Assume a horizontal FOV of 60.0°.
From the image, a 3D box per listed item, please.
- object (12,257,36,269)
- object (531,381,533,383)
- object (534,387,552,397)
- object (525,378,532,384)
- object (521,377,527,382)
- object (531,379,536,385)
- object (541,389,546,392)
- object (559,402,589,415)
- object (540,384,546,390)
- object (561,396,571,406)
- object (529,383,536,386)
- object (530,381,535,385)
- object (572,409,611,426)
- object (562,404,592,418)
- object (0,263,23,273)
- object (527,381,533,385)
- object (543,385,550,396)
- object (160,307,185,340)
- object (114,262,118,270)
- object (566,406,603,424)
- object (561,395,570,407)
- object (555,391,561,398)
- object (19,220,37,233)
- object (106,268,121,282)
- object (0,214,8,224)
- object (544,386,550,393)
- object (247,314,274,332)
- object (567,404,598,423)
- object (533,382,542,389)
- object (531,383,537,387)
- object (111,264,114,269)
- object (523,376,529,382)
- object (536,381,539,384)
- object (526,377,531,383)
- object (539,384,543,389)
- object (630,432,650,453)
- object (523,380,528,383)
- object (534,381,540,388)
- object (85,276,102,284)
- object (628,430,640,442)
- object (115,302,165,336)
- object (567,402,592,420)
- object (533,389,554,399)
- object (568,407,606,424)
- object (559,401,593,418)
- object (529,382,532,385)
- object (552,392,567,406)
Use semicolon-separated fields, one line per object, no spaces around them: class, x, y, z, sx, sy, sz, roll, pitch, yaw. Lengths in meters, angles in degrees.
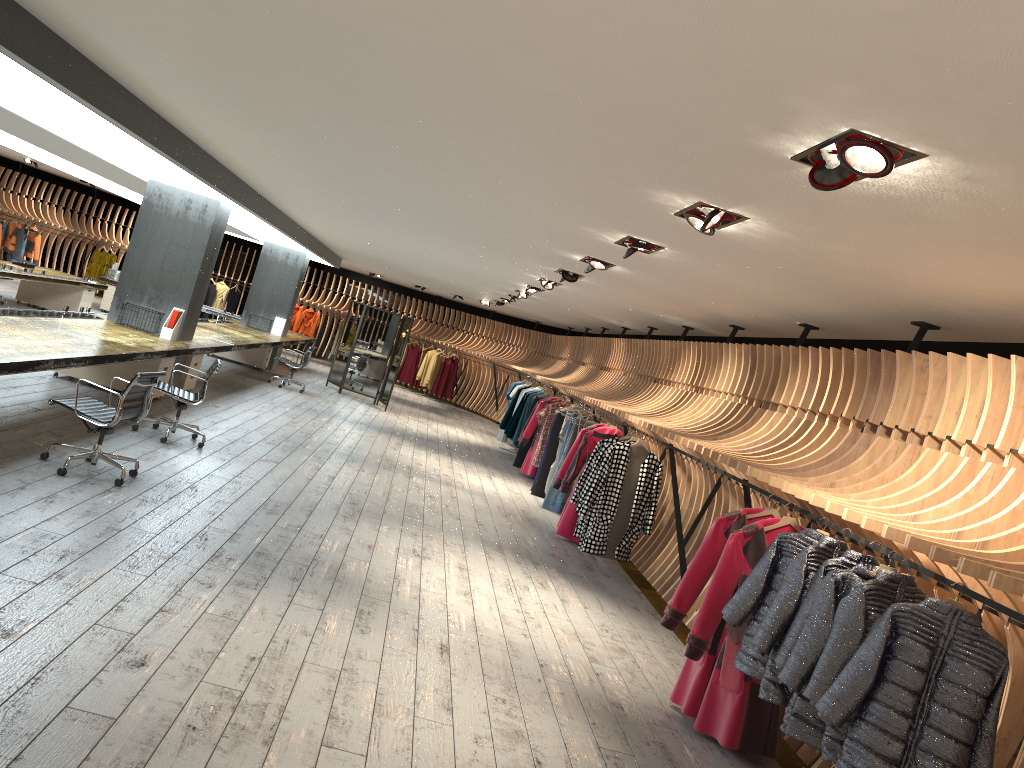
object;-8.566;-2.118;15.571;0.261;0.111;0.373;17;2;-6
object;0.380;0.008;18.085;0.526;0.270;0.012;18;1;19
object;0.644;0.187;15.107;0.526;0.270;0.012;18;1;19
object;0.353;0.011;17.948;0.524;0.288;0.015;17;1;4
object;0.296;-0.044;18.841;0.525;0.270;0.012;17;1;9
object;0.419;0.034;17.540;0.524;0.270;0.012;16;1;-21
object;0.571;0.138;15.836;0.525;0.270;0.012;17;1;-6
object;0.917;0.361;12.017;0.548;0.250;0.023;17;1;-4
object;0.557;0.129;16.039;0.525;0.270;0.012;17;1;-1
object;0.812;0.312;13.041;0.523;0.286;0.015;16;1;-21
object;0.417;0.051;17.367;0.524;0.284;0.014;17;1;4
object;0.419;0.042;17.655;0.524;0.285;0.013;17;1;-11
object;1.034;0.436;11.016;0.547;0.262;0.023;17;1;-4
object;0.945;0.375;11.752;0.549;0.243;0.023;17;1;1
object;-7.793;-1.797;13.789;0.302;0.071;0.209;17;2;-11
object;0.391;0.019;17.844;0.525;0.270;0.012;17;1;-1
object;0.598;0.152;15.727;0.525;0.270;0.012;17;1;-6
object;-4.121;-0.732;10.757;0.129;0.383;0.240;17;1;-6
object;-8.964;-2.640;20.220;0.262;0.204;0.088;17;1;-7
object;0.976;0.400;11.527;0.549;0.256;0.023;18;1;20
object;0.801;0.294;13.253;0.525;0.270;0.012;17;1;-6
object;0.721;0.241;14.143;0.525;0.270;0.012;17;1;-6
object;-11.817;-3.856;21.537;0.548;0.243;0.023;16;1;-29
object;-9.058;-2.483;20.273;0.302;0.239;0.498;17;2;-5
object;-12.019;-3.899;20.981;0.023;0.243;0.550;17;2;-9
object;0.612;0.165;15.404;0.525;0.270;0.012;17;1;4
object;-5.131;-1.230;18.033;0.459;0.289;0.330;17;1;-3
object;0.948;0.381;11.645;0.548;0.243;0.023;16;1;-34
object;0.510;0.091;16.605;0.525;0.270;0.012;17;1;-1
object;0.455;0.063;17.185;0.525;0.270;0.012;17;1;-6
object;-9.057;-2.659;20.125;0.062;0.109;0.062;16;1;-40
object;0.302;-0.038;18.696;0.524;0.270;0.012;17;1;-16
object;0.474;0.071;17.104;0.525;0.270;0.012;17;1;-6
object;0.355;-0.011;18.390;0.524;0.270;0.012;16;1;-21
object;0.532;0.105;16.372;0.525;0.270;0.012;17;1;-6
object;1.239;0.590;8.509;0.524;0.270;0.012;17;1;-16
object;0.321;-0.027;18.561;0.525;0.270;0.012;17;1;9
object;0.472;0.075;16.976;0.525;0.270;0.012;17;1;-1
object;-8.102;-2.002;17.150;0.302;0.074;0.217;17;2;-11
object;1.204;0.574;8.687;0.525;0.270;0.012;17;1;-6
object;-4.470;-0.782;10.666;0.459;0.289;0.330;17;1;-8
object;0.927;0.363;11.909;0.548;0.243;0.023;15;2;-44
object;0.650;0.195;14.926;0.525;0.270;0.012;17;1;-1
object;0.992;0.407;11.204;0.549;0.243;0.023;17;1;-4
object;0.909;0.350;12.112;0.550;0.243;0.023;18;1;31
object;0.420;0.037;17.760;0.523;0.290;0.013;17;1;-11
object;0.763;0.262;13.901;0.525;0.270;0.012;17;1;4
